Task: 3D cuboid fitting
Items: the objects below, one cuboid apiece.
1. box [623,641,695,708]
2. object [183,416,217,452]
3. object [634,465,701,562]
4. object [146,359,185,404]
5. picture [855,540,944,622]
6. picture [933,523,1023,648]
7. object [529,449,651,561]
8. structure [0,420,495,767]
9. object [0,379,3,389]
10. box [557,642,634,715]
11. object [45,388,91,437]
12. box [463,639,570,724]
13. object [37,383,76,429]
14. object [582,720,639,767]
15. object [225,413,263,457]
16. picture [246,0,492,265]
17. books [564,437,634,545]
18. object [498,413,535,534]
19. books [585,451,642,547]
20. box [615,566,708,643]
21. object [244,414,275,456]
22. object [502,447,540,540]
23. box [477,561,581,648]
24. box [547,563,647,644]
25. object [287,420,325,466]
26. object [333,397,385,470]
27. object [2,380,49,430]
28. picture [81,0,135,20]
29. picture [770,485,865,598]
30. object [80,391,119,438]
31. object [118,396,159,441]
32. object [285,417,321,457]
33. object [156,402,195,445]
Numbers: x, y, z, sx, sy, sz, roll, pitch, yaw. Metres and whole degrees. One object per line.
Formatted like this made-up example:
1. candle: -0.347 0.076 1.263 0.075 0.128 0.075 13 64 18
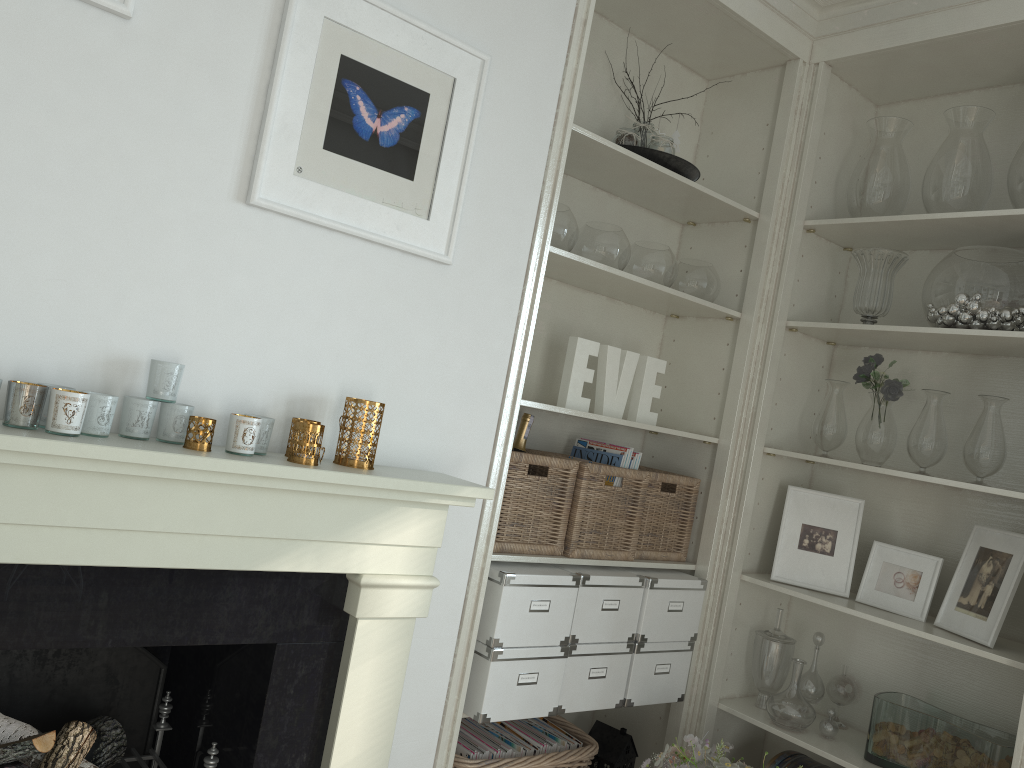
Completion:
1. box: 0.322 0.845 2.800 0.270 0.191 0.400 12 -2 -39
2. object: -0.566 0.090 1.607 0.050 0.058 0.052 11 -2 -2
3. object: 0.394 0.403 2.864 0.276 0.270 0.275 12 -2 -39
4. object: -0.636 -0.004 1.623 0.060 0.073 0.060 10 -2 17
5. picture: 1.158 0.582 2.626 0.124 0.192 0.206 12 -2 -44
6. picture: 1.282 0.538 2.387 0.124 0.300 0.202 11 -2 -14
7. object: 0.201 0.361 2.664 0.276 0.270 0.275 12 -2 -39
8. structure: -0.842 0.674 1.637 1.432 1.191 1.026 12 -2 -39
9. object: -0.851 0.024 1.411 0.060 0.073 0.060 10 -2 17
10. box: 0.111 0.800 2.626 0.270 0.191 0.400 12 -2 -39
11. object: -0.731 0.047 1.456 0.060 0.073 0.060 10 -2 17
12. box: -0.087 0.758 2.450 0.270 0.191 0.400 12 -2 -39
13. object: -0.783 0.039 1.511 0.060 0.073 0.060 10 -2 17
14. object: 0.300 1.194 2.790 0.135 0.248 0.135 9 -2 41
15. object: -0.504 0.096 1.659 0.060 0.073 0.060 10 -2 17
16. picture: -0.284 -0.558 1.900 0.494 0.496 0.024 12 -2 -39
17. books: 0.188 0.314 2.646 0.205 0.306 0.221 12 -2 -39
18. object: -0.015 0.258 2.586 0.127 0.361 0.094 12 -2 -39
19. books: 0.217 0.330 2.672 0.205 0.306 0.221 12 -2 -39
20. box: 0.361 0.658 2.799 0.270 0.191 0.400 12 -2 -39
21. object: -0.497 0.099 1.723 0.060 0.073 0.060 10 -2 17
22. object: 0.007 0.272 2.446 0.095 0.332 0.284 10 -2 30
23. box: -0.056 0.570 2.453 0.270 0.191 0.400 12 -2 -39
24. box: 0.149 0.613 2.639 0.270 0.191 0.400 12 -2 -39
25. object: -0.397 0.115 1.713 0.060 0.079 0.060 10 -2 22
26. object: -0.318 0.103 1.849 0.087 0.140 0.090 11 -2 -1
27. object: -0.795 0.035 1.445 0.060 0.073 0.060 10 -2 17
28. picture: -0.818 -0.931 1.424 0.494 0.496 0.024 12 -2 -39
29. picture: 0.960 0.489 2.785 0.231 0.300 0.127 10 -2 21
30. object: -0.713 0.053 1.519 0.060 0.073 0.060 11 -2 -16
31. object: -0.674 0.062 1.597 0.060 0.073 0.060 10 -2 17
32. object: -0.423 0.112 1.796 0.060 0.079 0.060 10 -2 18
33. object: -0.625 0.073 1.640 0.060 0.073 0.060 10 -2 17
